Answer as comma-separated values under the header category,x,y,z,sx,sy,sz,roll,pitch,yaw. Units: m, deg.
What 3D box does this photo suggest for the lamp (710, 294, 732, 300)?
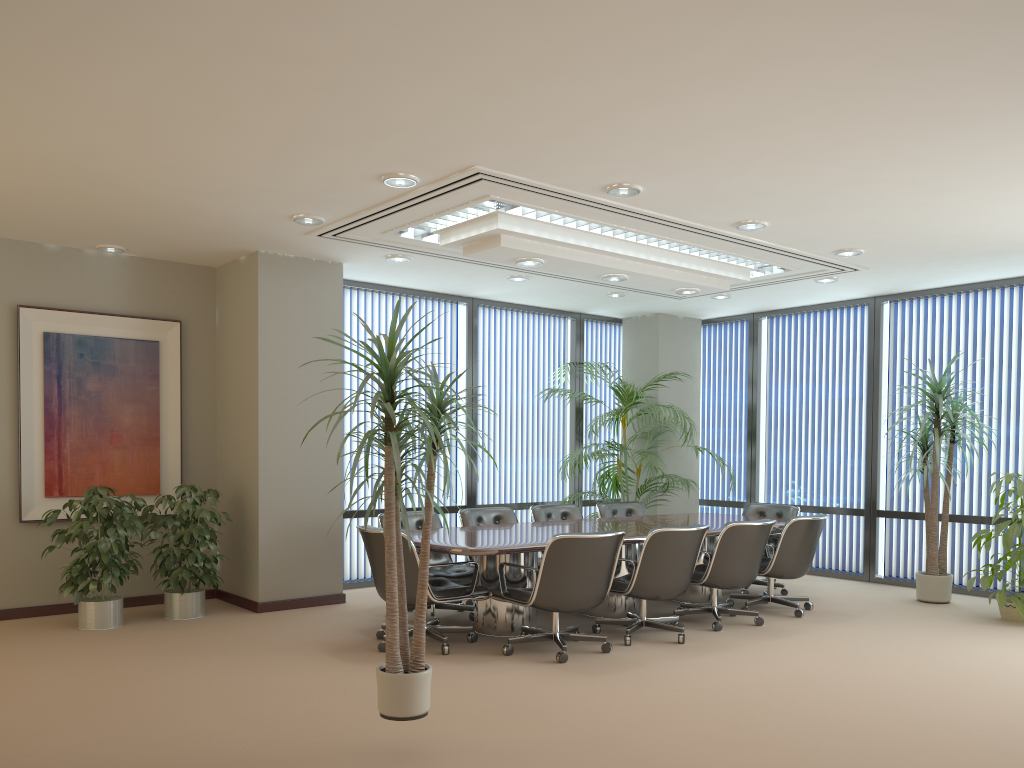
category,x,y,z,sx,sy,sz,roll,pitch,yaw
lamp,2.216,-0.922,9.356,0.225,0.035,0.225,3,-5,-29

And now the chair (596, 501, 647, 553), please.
category,x,y,z,sx,sy,sz,roll,pitch,yaw
chair,1.300,1.640,8.944,0.759,0.860,0.852,1,-1,-34

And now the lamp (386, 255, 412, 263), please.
category,x,y,z,sx,sy,sz,roll,pitch,yaw
lamp,-0.976,-1.075,7.602,0.225,0.035,0.225,2,-4,-22

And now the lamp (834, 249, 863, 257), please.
category,x,y,z,sx,sy,sz,roll,pitch,yaw
lamp,2.770,-1.074,7.254,0.225,0.035,0.225,2,-4,-15

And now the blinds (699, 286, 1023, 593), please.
category,x,y,z,sx,sy,sz,roll,pitch,yaw
blinds,3.698,0.615,9.720,0.050,2.911,4.931,-1,-1,-39

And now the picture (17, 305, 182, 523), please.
category,x,y,z,sx,sy,sz,roll,pitch,yaw
picture,-3.456,0.277,7.469,1.296,1.750,0.058,1,1,-39

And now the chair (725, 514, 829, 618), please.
category,x,y,z,sx,sy,sz,roll,pitch,yaw
chair,2.292,1.555,7.700,0.735,0.860,0.852,1,-1,-44

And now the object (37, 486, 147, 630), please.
category,x,y,z,sx,sy,sz,roll,pitch,yaw
object,-3.169,1.337,6.851,0.797,1.095,0.736,0,0,32

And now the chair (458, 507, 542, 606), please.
category,x,y,z,sx,sy,sz,roll,pitch,yaw
chair,-0.037,1.553,7.900,0.759,0.860,0.852,1,-1,-39

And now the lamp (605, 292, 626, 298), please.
category,x,y,z,sx,sy,sz,roll,pitch,yaw
lamp,1.090,-0.935,9.299,0.225,0.035,0.225,2,-4,-15

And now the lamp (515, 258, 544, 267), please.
category,x,y,z,sx,sy,sz,roll,pitch,yaw
lamp,0.135,-0.936,6.833,0.225,0.035,0.225,2,-4,-22

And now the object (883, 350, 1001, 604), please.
category,x,y,z,sx,sy,sz,roll,pitch,yaw
object,3.951,0.881,8.171,1.016,2.318,1.030,1,1,26

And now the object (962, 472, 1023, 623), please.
category,x,y,z,sx,sy,sz,roll,pitch,yaw
object,4.290,1.392,7.301,0.979,1.315,0.856,0,0,21

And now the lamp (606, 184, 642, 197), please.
category,x,y,z,sx,sy,sz,roll,pitch,yaw
lamp,0.704,-1.214,5.558,0.225,0.035,0.225,-3,-5,40

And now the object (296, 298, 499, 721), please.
category,x,y,z,sx,sy,sz,roll,pitch,yaw
object,-0.490,0.578,3.936,0.805,1.836,0.816,1,1,26

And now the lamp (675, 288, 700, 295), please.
category,x,y,z,sx,sy,sz,roll,pitch,yaw
lamp,1.595,-0.837,8.032,0.225,0.035,0.225,2,-4,-15

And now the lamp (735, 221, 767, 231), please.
category,x,y,z,sx,sy,sz,roll,pitch,yaw
lamp,1.737,-1.144,6.406,0.225,0.035,0.225,2,-4,-15

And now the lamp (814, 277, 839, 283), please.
category,x,y,z,sx,sy,sz,roll,pitch,yaw
lamp,2.997,-0.987,8.407,0.225,0.035,0.225,-3,-5,40

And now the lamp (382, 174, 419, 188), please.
category,x,y,z,sx,sy,sz,roll,pitch,yaw
lamp,-0.682,-1.237,5.386,0.225,0.035,0.225,3,-5,-36

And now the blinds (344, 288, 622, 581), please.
category,x,y,z,sx,sy,sz,roll,pitch,yaw
blinds,-0.035,0.617,10.105,4.898,2.913,0.031,3,0,-39

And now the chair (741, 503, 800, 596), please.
category,x,y,z,sx,sy,sz,roll,pitch,yaw
chair,2.415,1.635,8.775,0.853,0.860,0.758,1,-1,-39

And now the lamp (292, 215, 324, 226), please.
category,x,y,z,sx,sy,sz,roll,pitch,yaw
lamp,-1.462,-1.172,6.335,0.225,0.035,0.225,2,-4,-22

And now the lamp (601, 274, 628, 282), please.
category,x,y,z,sx,sy,sz,roll,pitch,yaw
lamp,0.865,-0.887,7.433,0.225,0.035,0.225,2,-4,-15

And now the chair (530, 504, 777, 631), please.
category,x,y,z,sx,sy,sz,roll,pitch,yaw
chair,1.150,1.554,7.792,0.759,0.859,2.529,1,-3,-40

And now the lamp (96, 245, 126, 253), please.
category,x,y,z,sx,sy,sz,roll,pitch,yaw
lamp,-3.322,-1.114,7.302,0.225,0.035,0.225,3,-5,-29

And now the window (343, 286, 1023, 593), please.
category,x,y,z,sx,sy,sz,roll,pitch,yaw
window,1.862,0.626,9.940,7.370,2.918,3.535,0,-2,6

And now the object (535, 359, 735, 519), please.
category,x,y,z,sx,sy,sz,roll,pitch,yaw
object,1.306,0.907,10.056,2.167,2.483,2.088,1,-1,-19

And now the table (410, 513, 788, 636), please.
category,x,y,z,sx,sy,sz,roll,pitch,yaw
table,0.851,1.586,7.534,4.072,0.750,1.507,4,-4,-39

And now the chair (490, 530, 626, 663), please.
category,x,y,z,sx,sy,sz,roll,pitch,yaw
chair,0.316,1.421,6.083,0.753,0.860,0.857,1,-1,-36

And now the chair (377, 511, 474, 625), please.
category,x,y,z,sx,sy,sz,roll,pitch,yaw
chair,-0.669,1.506,7.330,0.759,0.860,0.852,1,-1,-44

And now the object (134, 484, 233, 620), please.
category,x,y,z,sx,sy,sz,roll,pitch,yaw
object,-2.720,1.374,7.303,0.736,1.095,0.798,0,0,-8

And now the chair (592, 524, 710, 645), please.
category,x,y,z,sx,sy,sz,roll,pitch,yaw
chair,1.025,1.465,6.607,0.759,0.860,0.852,1,-1,-39

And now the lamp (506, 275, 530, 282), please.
category,x,y,z,sx,sy,sz,roll,pitch,yaw
lamp,0.057,-1.005,8.450,0.225,0.035,0.225,2,-4,-15

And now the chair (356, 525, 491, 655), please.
category,x,y,z,sx,sy,sz,roll,pitch,yaw
chair,-0.654,1.427,6.255,0.853,0.860,0.758,1,-1,-39
